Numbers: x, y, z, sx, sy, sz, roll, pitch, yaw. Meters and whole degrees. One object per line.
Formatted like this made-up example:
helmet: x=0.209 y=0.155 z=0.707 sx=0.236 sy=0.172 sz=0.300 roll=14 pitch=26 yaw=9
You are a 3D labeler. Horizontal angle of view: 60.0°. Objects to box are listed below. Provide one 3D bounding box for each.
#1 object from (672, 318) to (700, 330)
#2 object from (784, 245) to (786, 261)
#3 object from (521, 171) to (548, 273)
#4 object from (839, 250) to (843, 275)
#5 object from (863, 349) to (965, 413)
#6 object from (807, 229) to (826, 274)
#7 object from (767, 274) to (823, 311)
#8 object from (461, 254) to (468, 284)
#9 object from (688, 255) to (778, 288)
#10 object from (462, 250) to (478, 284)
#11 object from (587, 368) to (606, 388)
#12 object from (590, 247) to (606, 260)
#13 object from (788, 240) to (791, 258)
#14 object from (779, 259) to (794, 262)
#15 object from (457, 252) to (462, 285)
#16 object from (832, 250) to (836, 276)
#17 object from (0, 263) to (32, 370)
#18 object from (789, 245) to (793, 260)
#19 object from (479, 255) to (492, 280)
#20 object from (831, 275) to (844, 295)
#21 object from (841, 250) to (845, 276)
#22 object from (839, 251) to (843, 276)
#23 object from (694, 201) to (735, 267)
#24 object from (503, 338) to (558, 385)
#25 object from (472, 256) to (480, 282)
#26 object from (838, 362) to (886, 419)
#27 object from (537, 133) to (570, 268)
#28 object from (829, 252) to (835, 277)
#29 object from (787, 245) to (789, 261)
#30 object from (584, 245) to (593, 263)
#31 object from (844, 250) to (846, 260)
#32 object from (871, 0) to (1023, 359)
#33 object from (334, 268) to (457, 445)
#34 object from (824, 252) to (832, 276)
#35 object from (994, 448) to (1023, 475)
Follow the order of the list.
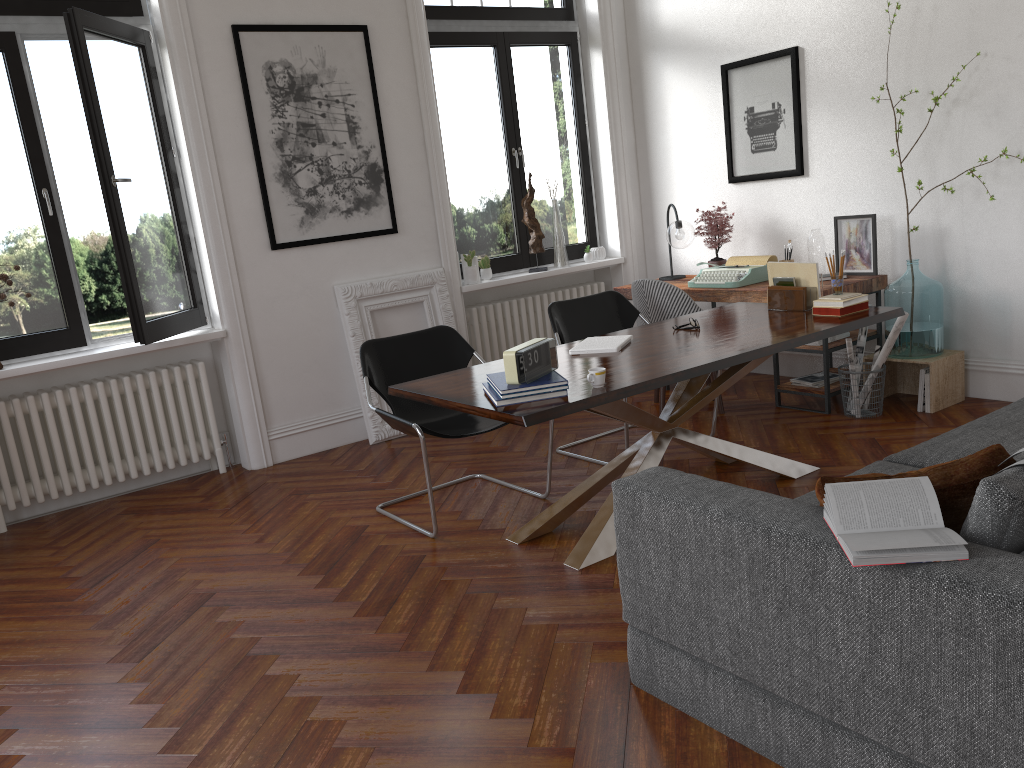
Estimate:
object: x=0.858 y=-0.296 z=4.337 sx=0.133 sy=0.047 sz=0.114 roll=-3 pitch=13 yaw=19
object: x=1.815 y=-0.816 z=5.881 sx=0.008 sy=0.208 sz=0.054 roll=-2 pitch=14 yaw=21
object: x=0.157 y=-1.230 z=6.748 sx=0.165 sy=0.757 sz=0.142 roll=-5 pitch=13 yaw=9
object: x=1.586 y=-0.550 z=4.284 sx=0.038 sy=0.196 sz=0.008 roll=-9 pitch=13 yaw=-7
object: x=2.389 y=-0.025 z=5.279 sx=0.340 sy=0.318 sz=0.434 roll=-15 pitch=14 yaw=-33
object: x=1.949 y=-0.836 z=5.669 sx=0.111 sy=0.303 sz=0.111 roll=-6 pitch=13 yaw=3
object: x=1.440 y=-0.468 z=4.515 sx=0.149 sy=0.167 sz=0.228 roll=-15 pitch=14 yaw=-33
object: x=-0.338 y=-0.844 z=6.504 sx=0.051 sy=0.214 sz=0.051 roll=-7 pitch=13 yaw=1
object: x=1.445 y=-0.758 z=5.950 sx=0.483 sy=0.149 sz=0.534 roll=-15 pitch=14 yaw=-34
object: x=-0.302 y=-0.846 z=6.423 sx=0.098 sy=0.245 sz=0.102 roll=1 pitch=15 yaw=33
object: x=0.310 y=-0.021 z=3.294 sx=0.082 sy=0.065 sz=0.064 roll=-10 pitch=13 yaw=-13
object: x=0.700 y=-1.067 z=7.243 sx=0.132 sy=0.098 sz=0.134 roll=-1 pitch=13 yaw=26
object: x=1.838 y=-0.834 z=5.871 sx=0.028 sy=0.240 sz=0.023 roll=-16 pitch=16 yaw=-35
object: x=1.821 y=-0.764 z=5.873 sx=0.058 sy=0.114 sz=0.075 roll=-15 pitch=15 yaw=-33
object: x=-0.404 y=-0.844 z=6.481 sx=0.051 sy=0.239 sz=0.051 roll=-7 pitch=13 yaw=1
object: x=1.562 y=-0.550 z=4.295 sx=0.008 sy=0.196 sz=0.032 roll=-5 pitch=13 yaw=10
object: x=-2.861 y=-0.380 z=4.834 sx=0.317 sy=0.602 sz=0.539 roll=-1 pitch=14 yaw=27
object: x=1.837 y=-0.815 z=5.862 sx=0.054 sy=0.208 sz=0.008 roll=3 pitch=16 yaw=38
object: x=-0.196 y=-0.873 z=6.629 sx=0.097 sy=0.186 sz=0.098 roll=-9 pitch=13 yaw=-10
object: x=1.573 y=-0.478 z=4.284 sx=0.058 sy=0.091 sz=0.058 roll=5 pitch=17 yaw=42
object: x=1.584 y=-0.543 z=4.250 sx=0.008 sy=0.196 sz=0.036 roll=-12 pitch=14 yaw=-21
object: x=1.573 y=-0.538 z=4.243 sx=0.008 sy=0.194 sz=0.049 roll=-9 pitch=13 yaw=-10
object: x=1.446 y=-1.029 z=6.324 sx=0.290 sy=0.531 sz=0.307 roll=-5 pitch=13 yaw=11
object: x=0.074 y=-0.088 z=3.316 sx=0.082 sy=0.126 sz=0.274 roll=0 pitch=14 yaw=29
object: x=-0.269 y=-0.843 z=6.523 sx=0.051 sy=0.189 sz=0.051 roll=-7 pitch=13 yaw=1
object: x=2.043 y=0.049 z=5.166 sx=0.261 sy=0.306 sz=0.259 roll=-2 pitch=13 yaw=21
object: x=0.379 y=-1.433 z=6.843 sx=0.295 sy=1.059 sz=0.289 roll=-14 pitch=15 yaw=-30
object: x=1.542 y=-0.537 z=4.255 sx=0.049 sy=0.194 sz=0.008 roll=-14 pitch=15 yaw=-28
object: x=1.827 y=-0.817 z=5.884 sx=0.008 sy=0.208 sz=0.054 roll=5 pitch=17 yaw=42
object: x=0.606 y=-1.039 z=7.078 sx=0.072 sy=0.135 sz=0.071 roll=-9 pitch=13 yaw=-8
object: x=1.591 y=-0.548 z=4.274 sx=0.044 sy=0.195 sz=0.008 roll=-8 pitch=13 yaw=-3
object: x=2.404 y=-1.175 z=4.917 sx=0.807 sy=2.068 sz=0.352 roll=2 pitch=16 yaw=36
object: x=-0.706 y=-0.204 z=6.044 sx=0.828 sy=1.067 sz=0.233 roll=-15 pitch=15 yaw=-32
object: x=1.538 y=-0.542 z=4.281 sx=0.049 sy=0.194 sz=0.008 roll=-1 pitch=14 yaw=25
object: x=1.490 y=0.272 z=2.063 sx=0.750 sy=0.389 sz=0.399 roll=-15 pitch=14 yaw=-33
